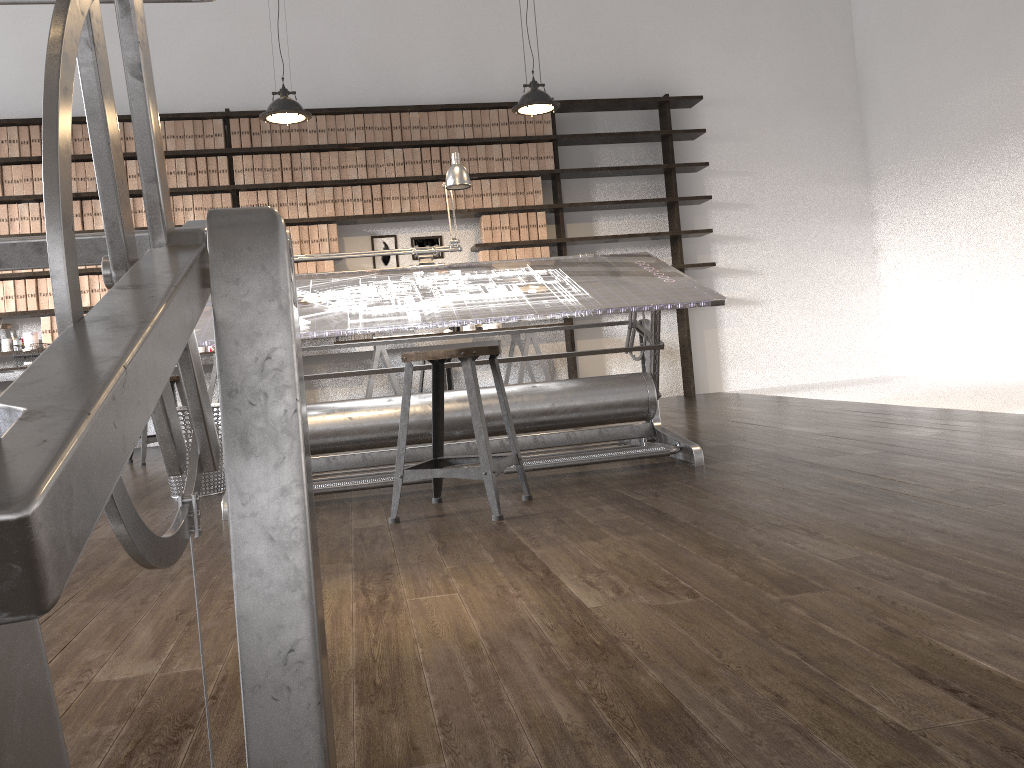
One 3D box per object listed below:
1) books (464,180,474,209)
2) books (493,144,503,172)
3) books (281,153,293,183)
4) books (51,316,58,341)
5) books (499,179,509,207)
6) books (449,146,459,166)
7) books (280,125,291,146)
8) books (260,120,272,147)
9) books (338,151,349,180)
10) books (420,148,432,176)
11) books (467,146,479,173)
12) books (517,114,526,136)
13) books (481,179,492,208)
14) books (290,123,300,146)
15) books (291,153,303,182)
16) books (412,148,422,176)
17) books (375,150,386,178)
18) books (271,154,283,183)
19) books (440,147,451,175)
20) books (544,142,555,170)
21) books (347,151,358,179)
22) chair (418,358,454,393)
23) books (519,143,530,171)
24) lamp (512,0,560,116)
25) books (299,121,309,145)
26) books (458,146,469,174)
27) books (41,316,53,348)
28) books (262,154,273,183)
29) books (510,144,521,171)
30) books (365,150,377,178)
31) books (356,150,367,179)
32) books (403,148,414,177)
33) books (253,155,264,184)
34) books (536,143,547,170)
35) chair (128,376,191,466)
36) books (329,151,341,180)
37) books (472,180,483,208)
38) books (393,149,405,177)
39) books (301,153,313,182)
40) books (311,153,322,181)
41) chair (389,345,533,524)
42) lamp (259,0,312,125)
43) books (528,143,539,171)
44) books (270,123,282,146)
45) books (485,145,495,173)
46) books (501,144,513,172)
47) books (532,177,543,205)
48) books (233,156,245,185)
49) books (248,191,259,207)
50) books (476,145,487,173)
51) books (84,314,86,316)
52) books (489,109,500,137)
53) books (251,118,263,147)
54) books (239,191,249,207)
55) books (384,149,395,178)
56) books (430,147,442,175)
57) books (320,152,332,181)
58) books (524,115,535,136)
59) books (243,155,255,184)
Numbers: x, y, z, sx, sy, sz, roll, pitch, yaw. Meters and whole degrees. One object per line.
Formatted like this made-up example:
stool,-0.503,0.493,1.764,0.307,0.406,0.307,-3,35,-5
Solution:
books,-0.351,-1.469,6.955,0.067,0.226,0.174,-5,0,-10
books,-0.123,-1.760,7.001,0.067,0.225,0.174,-5,0,-10
books,-1.700,-1.614,6.706,0.067,0.226,0.174,-5,0,-10
books,-3.252,-0.374,6.389,0.067,0.226,0.174,-5,0,-10
books,-0.081,-1.494,7.003,0.067,0.225,0.174,-5,0,-10
books,-0.454,-1.730,6.938,0.067,0.226,0.174,-5,0,-10
books,-1.712,-1.891,6.717,0.067,0.226,0.174,-5,0,-10
books,-1.850,-1.878,6.687,0.067,0.226,0.174,-5,0,-10
books,-1.287,-1.652,6.786,0.067,0.225,0.174,-5,0,-10
books,-0.671,-1.710,6.903,0.067,0.225,0.174,-5,0,-10
books,-0.316,-1.743,6.968,0.067,0.226,0.174,-5,0,-10
books,0.054,-2.056,7.044,0.067,0.225,0.174,-5,0,-10
books,-0.213,-1.482,6.974,0.067,0.226,0.174,-5,0,-10
books,-1.645,-1.897,6.723,0.067,0.226,0.174,-5,0,-10
books,-1.627,-1.621,6.725,0.067,0.226,0.174,-5,0,-10
books,-0.745,-1.703,6.886,0.067,0.225,0.174,-5,0,-10
books,-1.018,-1.677,6.839,0.067,0.226,0.174,-5,0,-10
books,-1.773,-1.607,6.698,0.067,0.225,0.174,-5,0,-10
books,-0.525,-1.723,6.930,0.067,0.226,0.174,-5,0,-10
books,0.281,-1.798,7.076,0.067,0.225,0.174,-5,0,-10
books,-1.225,-1.658,6.796,0.067,0.225,0.174,-5,0,-10
chair,-0.430,0.058,5.908,0.359,0.528,0.371,-5,0,-42
books,0.085,-1.780,7.044,0.067,0.226,0.174,-5,0,-10
lamp,0.057,-2.874,5.666,0.310,2.254,0.313,-5,-1,14
books,-1.580,-1.903,6.740,0.067,0.225,0.174,-5,0,-10
books,-0.386,-1.736,6.955,0.067,0.226,0.174,-5,0,-10
books,-3.317,-0.368,6.371,0.067,0.226,0.174,-5,0,-10
books,-1.837,-1.601,6.683,0.067,0.225,0.174,-5,0,-10
books,0.017,-1.774,7.029,0.067,0.226,0.174,-5,0,-10
books,-1.086,-1.671,6.824,0.067,0.226,0.174,-5,0,-10
books,-1.154,-1.664,6.808,0.067,0.226,0.174,-5,0,-10
books,-0.806,-1.697,6.871,0.067,0.226,0.174,-5,0,-10
books,-1.898,-1.595,6.667,0.067,0.226,0.174,-5,0,-10
books,0.219,-1.792,7.066,0.067,0.225,0.174,-5,0,-10
chair,-2.201,0.224,5.552,0.372,0.528,0.357,-5,0,-37
books,-1.352,-1.646,6.770,0.067,0.226,0.174,-5,0,-10
books,-0.282,-1.476,6.965,0.067,0.226,0.174,-5,0,-10
books,-0.877,-1.690,6.858,0.067,0.226,0.174,-5,0,-10
books,-1.557,-1.627,6.733,0.067,0.226,0.174,-5,0,-10
books,-1.488,-1.633,6.750,0.067,0.226,0.174,-5,0,-10
chair,-0.173,0.152,2.832,0.371,0.528,0.359,-5,0,18
lamp,-1.466,-2.733,5.383,0.310,2.254,0.313,-5,-1,14
books,0.155,-1.786,7.050,0.067,0.226,0.174,-5,0,-10
books,-1.781,-1.885,6.704,0.067,0.226,0.174,-5,0,-10
books,-0.184,-1.755,6.991,0.067,0.225,0.174,-5,0,-10
books,-0.051,-1.767,7.013,0.067,0.226,0.174,-5,0,-10
books,0.190,-1.519,7.050,0.067,0.226,0.174,-5,0,-10
books,-2.041,-1.582,6.644,0.067,0.226,0.174,-5,0,-10
books,-1.933,-1.321,6.653,0.067,0.226,0.174,-5,0,-10
books,-0.249,-1.749,6.975,0.067,0.226,0.174,-5,0,-10
books,-3.044,-0.393,6.428,0.067,0.226,0.174,-5,0,-10
books,-0.149,-2.037,7.005,0.067,0.226,0.174,-5,0,-10
books,-1.921,-1.872,6.679,0.067,0.226,0.174,-5,0,-10
books,-1.996,-1.316,6.646,0.067,0.225,0.174,-5,0,-10
books,-0.948,-1.684,6.848,0.067,0.226,0.174,-5,0,-10
books,-0.597,-1.716,6.911,0.067,0.226,0.174,-5,0,-10
books,-1.419,-1.640,6.763,0.067,0.226,0.174,-5,0,-10
books,0.127,-2.062,7.058,0.067,0.226,0.174,-5,0,-10
books,-1.969,-1.588,6.654,0.067,0.226,0.174,-5,0,-10
